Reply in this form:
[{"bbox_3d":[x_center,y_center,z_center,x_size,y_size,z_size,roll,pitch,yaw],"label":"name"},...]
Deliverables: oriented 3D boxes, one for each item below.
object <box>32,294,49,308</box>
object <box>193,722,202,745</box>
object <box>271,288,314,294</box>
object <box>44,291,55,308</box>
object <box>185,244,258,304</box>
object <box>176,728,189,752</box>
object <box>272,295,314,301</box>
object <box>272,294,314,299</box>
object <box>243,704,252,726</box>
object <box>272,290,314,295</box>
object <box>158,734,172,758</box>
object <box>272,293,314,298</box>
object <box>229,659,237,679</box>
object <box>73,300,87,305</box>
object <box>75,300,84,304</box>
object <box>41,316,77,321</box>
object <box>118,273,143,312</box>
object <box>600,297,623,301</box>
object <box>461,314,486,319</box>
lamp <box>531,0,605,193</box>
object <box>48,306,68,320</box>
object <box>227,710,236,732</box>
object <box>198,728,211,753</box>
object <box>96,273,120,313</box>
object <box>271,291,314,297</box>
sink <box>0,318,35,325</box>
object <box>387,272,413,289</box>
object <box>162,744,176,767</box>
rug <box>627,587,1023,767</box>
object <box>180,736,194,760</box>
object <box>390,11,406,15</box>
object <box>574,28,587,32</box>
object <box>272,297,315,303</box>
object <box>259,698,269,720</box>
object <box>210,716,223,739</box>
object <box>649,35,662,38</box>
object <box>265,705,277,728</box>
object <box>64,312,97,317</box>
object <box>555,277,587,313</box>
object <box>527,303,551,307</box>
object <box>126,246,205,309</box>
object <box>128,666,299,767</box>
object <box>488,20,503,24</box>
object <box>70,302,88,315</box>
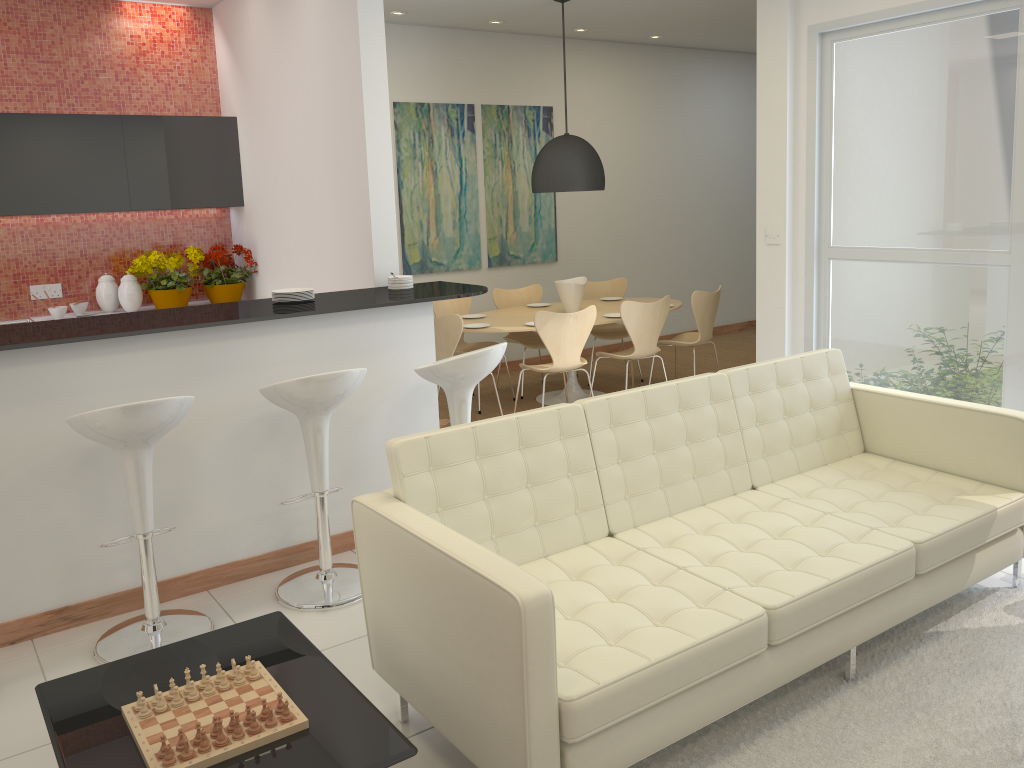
[{"bbox_3d":[-3.134,-0.523,5.962,0.164,0.176,0.011,-6,10,-21],"label":"object"},{"bbox_3d":[-0.743,0.827,2.102,0.030,0.049,0.030,-7,11,-27],"label":"object"},{"bbox_3d":[-1.103,-0.466,4.457,0.210,0.015,0.212,0,12,9],"label":"object"},{"bbox_3d":[-3.124,-0.538,6.025,0.140,0.193,0.009,2,10,25],"label":"object"},{"bbox_3d":[-2.148,-0.834,6.626,0.523,0.445,0.507,5,13,35],"label":"object"},{"bbox_3d":[-0.776,0.833,2.079,0.030,0.049,0.030,-7,11,-27],"label":"object"},{"bbox_3d":[-1.102,-0.431,4.462,0.210,0.015,0.212,0,12,9],"label":"object"},{"bbox_3d":[-1.102,-0.438,4.461,0.210,0.015,0.212,0,12,9],"label":"object"},{"bbox_3d":[-0.645,0.808,2.169,0.030,0.049,0.030,-7,11,-27],"label":"object"},{"bbox_3d":[-1.103,-0.459,4.458,0.210,0.015,0.212,0,12,9],"label":"object"},{"bbox_3d":[-0.809,0.839,2.057,0.030,0.049,0.030,-7,11,-27],"label":"object"},{"bbox_3d":[-1.102,-0.445,4.460,0.210,0.015,0.212,0,12,9],"label":"object"},{"bbox_3d":[-0.749,0.765,2.387,0.030,0.052,0.030,-11,13,-41],"label":"object"},{"bbox_3d":[-3.025,-0.570,6.201,0.008,0.009,0.236,-3,12,-5],"label":"object"},{"bbox_3d":[-3.045,-0.574,6.221,0.008,0.009,0.236,-4,12,-10],"label":"object"},{"bbox_3d":[-3.073,-0.439,6.005,0.218,0.014,0.221,-1,12,5],"label":"object"},{"bbox_3d":[-2.698,-0.645,6.258,0.159,0.281,0.161,1,10,17],"label":"object"},{"bbox_3d":[0.899,-0.767,8.000,0.211,0.015,0.212,6,14,33],"label":"object"},{"bbox_3d":[-0.315,-0.547,7.199,0.210,0.015,0.212,-5,12,-12],"label":"object"},{"bbox_3d":[0.426,-2.285,7.042,0.596,1.480,0.597,-8,11,-32],"label":"lamp"},{"bbox_3d":[-3.074,-0.478,5.999,0.121,0.083,0.122,-5,11,-14],"label":"object"},{"bbox_3d":[-0.678,0.814,2.147,0.030,0.049,0.030,-7,11,-27],"label":"object"},{"bbox_3d":[-0.721,0.830,2.069,0.030,0.054,0.030,-7,11,-27],"label":"object"},{"bbox_3d":[-2.881,-0.649,6.312,0.159,0.281,0.161,1,10,17],"label":"object"},{"bbox_3d":[-1.102,-0.452,4.459,0.210,0.015,0.212,0,12,9],"label":"object"},{"bbox_3d":[-3.582,-0.416,5.791,0.811,0.533,0.419,-10,13,-34],"label":"sink"},{"bbox_3d":[-0.631,-0.578,4.886,0.174,0.097,0.140,-12,15,-41],"label":"object"},{"bbox_3d":[-0.786,0.848,2.025,0.030,0.043,0.030,-7,11,-27],"label":"object"},{"bbox_3d":[1.424,1.161,2.323,3.341,0.004,2.458,-10,14,-32],"label":"rug"},{"bbox_3d":[-0.753,0.837,2.047,0.030,0.052,0.030,-7,11,-27],"label":"object"},{"bbox_3d":[-0.929,-3.013,7.195,0.129,0.010,0.131,0,12,10],"label":"object"},{"bbox_3d":[0.640,-3.305,8.267,0.129,0.010,0.131,0,12,10],"label":"object"},{"bbox_3d":[-1.101,-0.425,4.463,0.210,0.015,0.212,0,12,9],"label":"object"},{"bbox_3d":[-0.612,0.802,2.191,0.030,0.049,0.030,-7,11,-27],"label":"object"},{"bbox_3d":[-0.711,0.821,2.124,0.030,0.049,0.030,-7,11,-27],"label":"object"},{"bbox_3d":[1.425,-3.451,8.803,0.129,0.010,0.131,0,12,10],"label":"object"},{"bbox_3d":[-0.589,0.807,2.159,0.030,0.052,0.030,-7,11,-27],"label":"object"},{"bbox_3d":[-3.037,-0.488,6.227,0.219,0.014,0.220,-9,14,-29],"label":"object"},{"bbox_3d":[0.487,-0.729,7.277,0.271,0.277,0.264,-2,10,1],"label":"object"},{"bbox_3d":[0.234,-0.689,7.763,0.210,0.015,0.212,-6,13,-17],"label":"object"},{"bbox_3d":[-2.490,-0.769,6.387,0.524,0.445,0.506,-9,13,-31],"label":"object"},{"bbox_3d":[-0.750,0.825,2.220,0.348,0.001,0.351,-10,14,-34],"label":"object"},{"bbox_3d":[-0.144,-3.159,7.731,0.129,0.010,0.131,0,12,10],"label":"object"},{"bbox_3d":[-3.039,-0.527,6.221,0.121,0.083,0.122,2,12,20],"label":"object"}]
